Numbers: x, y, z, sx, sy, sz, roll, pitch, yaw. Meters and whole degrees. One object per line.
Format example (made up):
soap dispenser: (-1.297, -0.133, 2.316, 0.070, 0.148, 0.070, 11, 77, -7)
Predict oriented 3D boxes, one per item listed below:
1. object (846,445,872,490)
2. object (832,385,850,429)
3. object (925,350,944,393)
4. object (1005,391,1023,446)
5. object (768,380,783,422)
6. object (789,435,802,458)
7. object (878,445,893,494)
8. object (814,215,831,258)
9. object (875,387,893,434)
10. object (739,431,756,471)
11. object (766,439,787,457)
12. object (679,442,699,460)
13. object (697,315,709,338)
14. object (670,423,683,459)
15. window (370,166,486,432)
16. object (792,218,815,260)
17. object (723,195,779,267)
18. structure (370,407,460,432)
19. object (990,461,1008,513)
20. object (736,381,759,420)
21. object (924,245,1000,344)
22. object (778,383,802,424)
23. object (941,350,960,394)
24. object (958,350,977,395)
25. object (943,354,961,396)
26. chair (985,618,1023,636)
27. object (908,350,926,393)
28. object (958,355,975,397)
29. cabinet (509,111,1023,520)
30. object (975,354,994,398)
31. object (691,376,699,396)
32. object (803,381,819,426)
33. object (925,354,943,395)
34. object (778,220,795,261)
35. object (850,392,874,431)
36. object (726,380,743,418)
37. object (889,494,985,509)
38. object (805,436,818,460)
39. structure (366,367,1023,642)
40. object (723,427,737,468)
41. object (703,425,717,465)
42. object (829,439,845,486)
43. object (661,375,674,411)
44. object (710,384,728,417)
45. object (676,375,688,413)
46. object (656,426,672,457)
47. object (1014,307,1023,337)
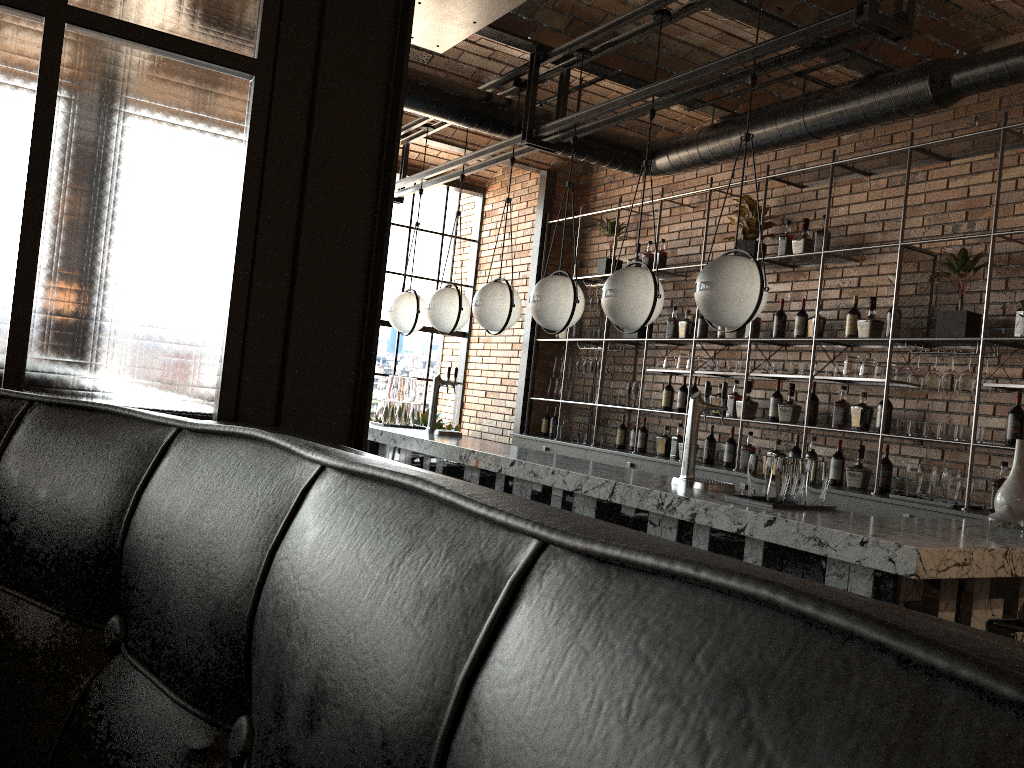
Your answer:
object: (2.173, 0.521, 5.546, 0.123, 0.279, 0.123, 7, -1, -42)
object: (2.127, 0.151, 5.718, 0.083, 0.282, 0.083, 5, -1, 44)
object: (2.426, -0.071, 5.092, 0.092, 0.244, 0.092, 6, -1, 8)
object: (2.708, 0.189, 4.760, 0.086, 0.299, 0.086, 6, -1, 18)
object: (1.850, 0.120, 6.196, 0.086, 0.298, 0.086, 6, -1, 18)
object: (1.923, 0.492, 6.015, 0.086, 0.298, 0.086, 6, -1, 18)
object: (2.276, 0.519, 5.409, 0.086, 0.299, 0.086, 6, -1, 18)
object: (2.099, -0.999, 5.984, 0.083, 0.282, 0.083, 5, -1, 44)
object: (2.298, 0.158, 5.462, 0.086, 0.298, 0.086, 6, -1, 18)
object: (1.698, 0.480, 6.363, 0.083, 0.282, 0.083, 5, -1, 44)
object: (1.829, 0.509, 6.139, 0.094, 0.248, 0.151, 6, -1, -22)
object: (1.373, 0.456, 6.876, 0.123, 0.279, 0.123, 6, -1, -17)
object: (1.493, -0.480, 6.910, 0.086, 0.298, 0.086, 6, -1, 18)
object: (1.313, 0.449, 7.002, 0.083, 0.282, 0.083, 7, -1, -31)
window: (-7.374, -1.336, 5.612, 16.179, 3.253, 0.168, 7, -1, -31)
object: (2.019, -1.003, 6.119, 0.123, 0.279, 0.123, 7, -1, -27)
object: (1.781, -1.145, 6.607, 0.430, 0.526, 0.425, 7, -1, -29)
structure: (-2.161, 0.608, 8.383, 4.107, 1.072, 0.757, 7, -1, -32)
object: (2.645, 0.557, 4.787, 0.083, 0.282, 0.083, 5, -1, 44)
object: (1.700, 0.118, 6.401, 0.123, 0.279, 0.123, 6, -1, -17)
object: (2.557, -0.525, 5.072, 0.374, 0.560, 0.398, 6, -1, 31)
object: (1.903, 0.135, 6.064, 0.123, 0.279, 0.123, 7, -1, -42)
object: (2.477, -0.067, 5.007, 0.092, 0.244, 0.092, 6, -1, 8)
object: (2.530, -0.062, 4.918, 0.092, 0.244, 0.092, 6, -1, 8)
object: (2.566, -0.055, 5.177, 0.092, 0.244, 0.092, 6, -1, 8)
chair: (1.653, 1.099, 2.926, 0.475, 0.737, 0.414, 7, -1, -26)
object: (2.369, -0.075, 5.186, 0.092, 0.244, 0.092, 6, -1, 8)
object: (2.617, -0.050, 5.092, 0.092, 0.244, 0.092, 6, -1, 8)
cabinet: (1.116, -0.356, 7.405, 0.564, 3.779, 7.075, 7, -1, -31)
object: (2.670, -0.046, 5.003, 0.092, 0.244, 0.092, 6, -1, 8)
object: (1.416, 0.085, 6.908, 0.086, 0.297, 0.086, 6, -1, 18)
object: (2.006, 0.132, 5.928, 0.086, 0.299, 0.086, 6, -1, 18)
object: (2.509, -0.059, 5.271, 0.092, 0.244, 0.092, 6, -1, 8)
object: (1.938, -1.012, 6.252, 0.083, 0.282, 0.083, 7, -1, -31)
object: (2.203, 0.175, 5.586, 0.094, 0.248, 0.151, 6, -1, -22)
object: (1.641, 0.111, 6.527, 0.083, 0.282, 0.083, 7, -1, -31)
object: (2.408, 0.669, 5.050, 0.273, 0.019, 0.437, 7, -1, -31)
object: (1.987, 0.497, 5.883, 0.080, 0.299, 0.080, 7, -1, -29)
structure: (0.732, 0.695, 5.631, 1.930, 1.430, 5.346, 7, -1, -31)
object: (1.611, 0.465, 6.523, 0.086, 0.298, 0.086, 6, -1, 18)
object: (1.490, 0.455, 6.662, 0.086, 0.297, 0.086, 6, -1, 3)
object: (2.099, 0.505, 5.712, 0.086, 0.298, 0.086, 6, -1, 18)
object: (1.265, 0.074, 7.164, 0.086, 0.299, 0.086, 6, -1, 18)
object: (1.559, 0.123, 6.659, 0.094, 0.248, 0.151, 7, -1, -42)
object: (1.362, 0.081, 7.053, 0.086, 0.298, 0.086, 6, -1, 18)
object: (1.231, 0.461, 7.133, 0.094, 0.248, 0.151, 7, -1, -42)
object: (2.766, -0.370, 4.765, 0.083, 0.282, 0.083, 6, -1, -16)
